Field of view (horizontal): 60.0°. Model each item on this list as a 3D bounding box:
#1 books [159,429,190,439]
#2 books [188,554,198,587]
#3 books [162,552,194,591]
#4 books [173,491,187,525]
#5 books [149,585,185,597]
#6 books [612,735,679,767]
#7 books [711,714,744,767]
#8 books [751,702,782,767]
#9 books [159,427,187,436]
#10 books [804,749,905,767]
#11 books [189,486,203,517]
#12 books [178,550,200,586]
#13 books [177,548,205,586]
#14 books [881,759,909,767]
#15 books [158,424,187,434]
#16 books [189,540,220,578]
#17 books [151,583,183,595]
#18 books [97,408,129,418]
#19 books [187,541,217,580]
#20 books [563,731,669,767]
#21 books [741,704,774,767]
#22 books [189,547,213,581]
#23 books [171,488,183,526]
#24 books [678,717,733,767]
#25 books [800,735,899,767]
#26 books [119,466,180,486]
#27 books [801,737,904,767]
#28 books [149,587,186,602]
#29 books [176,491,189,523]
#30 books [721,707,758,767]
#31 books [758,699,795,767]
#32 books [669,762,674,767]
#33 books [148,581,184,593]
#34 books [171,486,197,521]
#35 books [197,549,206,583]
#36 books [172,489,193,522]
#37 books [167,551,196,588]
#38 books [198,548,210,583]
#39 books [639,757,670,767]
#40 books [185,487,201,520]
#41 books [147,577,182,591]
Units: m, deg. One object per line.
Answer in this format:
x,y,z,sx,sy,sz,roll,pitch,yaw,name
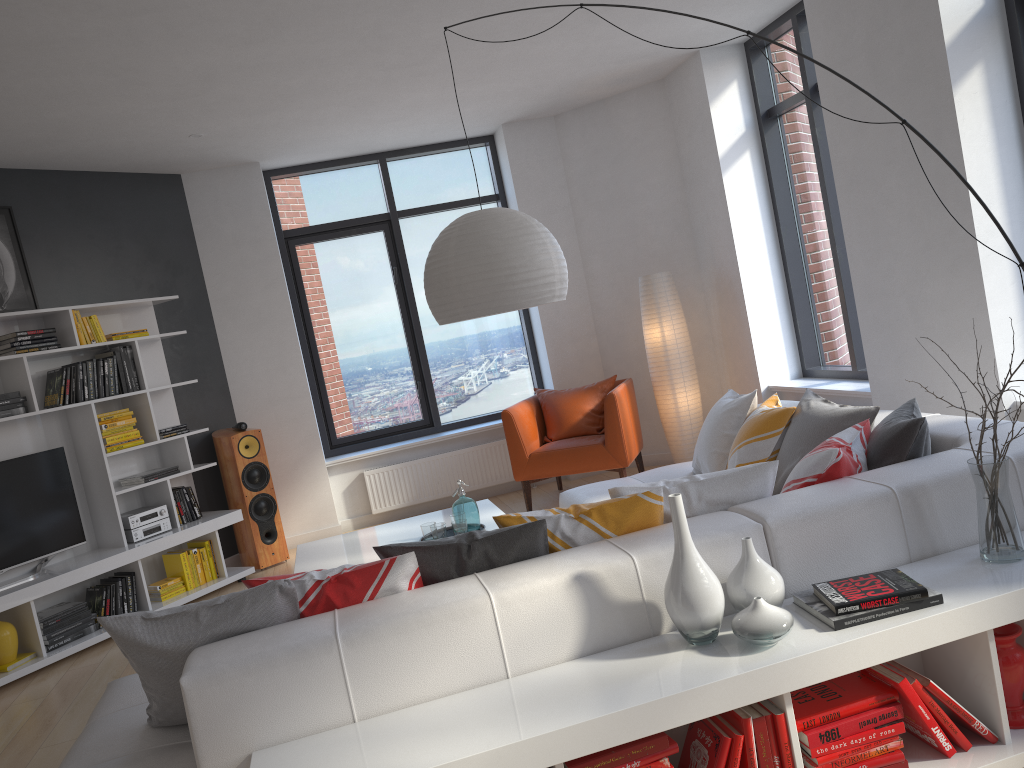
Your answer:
-2.364,0.351,6.124,0.161,0.023,0.213,-8,5,37,books
-2.210,1.270,6.013,0.156,0.229,0.024,-9,5,33,books
-2.254,1.266,5.982,0.198,0.255,0.044,-9,5,33,books
-2.336,0.856,6.091,0.189,0.240,0.053,-9,5,34,books
-2.296,1.373,5.886,0.148,0.011,0.196,-9,5,33,books
0.258,0.923,2.229,0.266,0.026,0.187,-13,4,-17,books
0.521,0.986,2.270,0.115,0.245,0.192,-12,4,-12,books
0.644,0.951,2.303,0.028,0.266,0.188,-12,4,-12,books
-2.371,0.333,6.124,0.142,0.015,0.198,-9,5,32,books
0.872,0.986,2.365,0.266,0.026,0.187,-12,4,-6,books
-2.280,0.837,6.218,0.179,0.233,0.077,-9,5,33,books
-2.217,1.256,6.040,0.180,0.251,0.019,-9,5,33,books
-2.201,1.252,6.061,0.185,0.250,0.035,-9,5,33,books
0.885,1.013,2.377,0.259,0.034,0.206,-12,4,-9,books
-2.386,0.315,6.133,0.161,0.023,0.213,-8,5,37,books
-2.145,1.222,6.183,0.213,0.270,0.025,-9,5,33,books
-2.285,1.358,5.870,0.113,0.018,0.169,-9,5,35,books
-2.673,0.201,5.851,0.163,0.023,0.223,-8,5,37,books
-2.152,1.225,6.155,0.204,0.270,0.029,-9,5,33,books
0.233,0.897,2.232,0.259,0.034,0.206,-13,4,-15,books
0.612,0.954,2.305,0.038,0.270,0.215,-12,4,-12,books
-2.159,1.247,6.130,0.172,0.234,0.024,-9,5,33,books
-2.359,0.847,6.065,0.202,0.268,0.053,-9,5,33,books
0.480,0.994,2.268,0.144,0.247,0.188,-12,4,-11,books
0.871,0.937,2.361,0.236,0.023,0.178,-12,4,-12,books
-2.456,0.623,6.007,0.250,0.047,0.310,-9,5,29,books
0.876,0.959,2.372,0.257,0.025,0.182,-12,4,-12,books
-2.288,1.395,5.885,0.147,0.033,0.190,-9,5,33,books
-2.318,0.852,6.107,0.170,0.236,0.049,-9,5,34,books
0.578,0.958,2.281,0.046,0.282,0.199,-12,4,-12,books
0.673,0.943,2.293,0.028,0.269,0.181,-12,4,-12,books
0.267,0.971,2.231,0.236,0.023,0.178,-12,4,-12,books
-2.298,1.343,5.883,0.134,0.014,0.187,-9,5,33,books
-2.296,0.835,6.151,0.193,0.255,0.066,-9,5,33,books
-2.186,1.253,6.087,0.169,0.239,0.023,-9,5,33,books
-2.300,0.844,6.121,0.169,0.242,0.050,-9,5,33,books
-2.240,1.259,6.008,0.199,0.263,0.015,-9,5,33,books
-2.169,1.251,6.106,0.172,0.234,0.024,-9,5,33,books
0.243,0.951,2.234,0.257,0.025,0.182,-12,4,-12,books
-2.272,0.835,6.172,0.177,0.242,0.066,-9,5,33,books
-2.314,1.326,5.885,0.138,0.026,0.186,-9,5,33,books
